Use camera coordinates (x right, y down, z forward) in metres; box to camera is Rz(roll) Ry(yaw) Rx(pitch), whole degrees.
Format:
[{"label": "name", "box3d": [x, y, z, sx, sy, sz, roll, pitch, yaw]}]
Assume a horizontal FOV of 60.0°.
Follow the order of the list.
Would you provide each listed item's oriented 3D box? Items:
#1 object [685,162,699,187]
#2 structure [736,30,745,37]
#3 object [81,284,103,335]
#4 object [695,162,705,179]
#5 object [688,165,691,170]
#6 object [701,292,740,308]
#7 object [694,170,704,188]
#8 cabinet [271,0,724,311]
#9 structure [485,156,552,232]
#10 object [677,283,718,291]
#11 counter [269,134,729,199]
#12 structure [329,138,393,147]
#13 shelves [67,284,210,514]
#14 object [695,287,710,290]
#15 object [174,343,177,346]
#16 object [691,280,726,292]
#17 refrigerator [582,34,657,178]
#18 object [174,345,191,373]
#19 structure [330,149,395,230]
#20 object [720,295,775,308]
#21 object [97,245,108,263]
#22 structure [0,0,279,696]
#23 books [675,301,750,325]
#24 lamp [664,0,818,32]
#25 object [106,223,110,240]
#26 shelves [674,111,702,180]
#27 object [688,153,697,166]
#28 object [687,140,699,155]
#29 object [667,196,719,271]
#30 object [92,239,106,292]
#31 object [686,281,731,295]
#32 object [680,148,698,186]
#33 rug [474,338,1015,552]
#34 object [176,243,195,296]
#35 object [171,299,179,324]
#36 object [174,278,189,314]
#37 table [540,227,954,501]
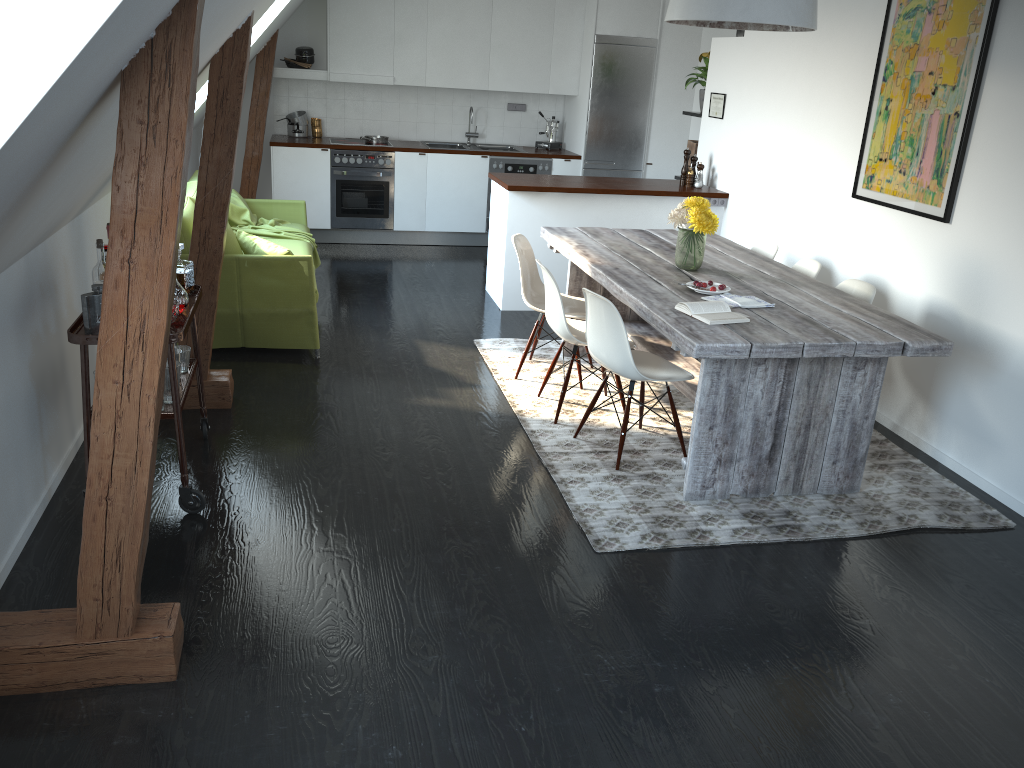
[{"label": "object", "box3d": [1.367, -1.597, 6.750, 0.080, 0.192, 0.058, -7, 23, -28]}, {"label": "structure", "box3d": [4.183, -2.291, 1.123, 10.230, 3.562, 15.910, 1, 20, -8]}, {"label": "object", "box3d": [-1.472, -0.265, 3.179, 0.052, 0.182, 0.135, 12, 22, 22]}, {"label": "object", "box3d": [1.437, -1.604, 6.794, 0.058, 0.184, 0.058, -2, 21, -16]}, {"label": "object", "box3d": [1.632, -1.762, 7.404, 0.329, 0.101, 0.287, 3, 20, -4]}, {"label": "object", "box3d": [0.968, -0.376, 3.960, 0.182, 0.014, 0.185, -12, 25, -37]}, {"label": "object", "box3d": [1.423, -1.557, 6.732, 0.069, 0.135, 0.069, -11, 25, -36]}, {"label": "cabinet", "box3d": [0.069, -2.178, 7.622, 4.208, 2.369, 3.033, -1, 20, -13]}, {"label": "structure", "box3d": [0.015, -1.908, 8.817, 0.612, 0.725, 0.582, -1, 20, -13]}, {"label": "object", "box3d": [0.859, -0.449, 4.097, 0.194, 0.022, 0.019, 4, 20, 2]}, {"label": "counter", "box3d": [-0.363, -1.901, 7.598, 3.365, 0.038, 3.085, -1, 20, -13]}, {"label": "structure", "box3d": [-1.437, -2.274, 8.416, 0.574, 0.041, 0.504, -1, 20, -13]}, {"label": "shelves", "box3d": [-1.485, 0.035, 3.617, 0.438, 0.732, 0.803, -2, 21, -17]}, {"label": "object", "box3d": [0.895, -0.445, 4.112, 0.110, 0.011, 0.058, 0, 20, -9]}, {"label": "object", "box3d": [-1.491, -0.142, 3.824, 0.095, 0.119, 0.095, 19, 25, 36]}, {"label": "object", "box3d": [0.922, -0.457, 4.127, 0.132, 0.034, 0.144, -13, 26, -39]}, {"label": "refrigerator", "box3d": [1.007, -2.365, 8.592, 0.609, 1.868, 0.031, -1, 20, -13]}, {"label": "object", "box3d": [-1.408, -0.103, 3.761, 0.092, 0.099, 0.092, -10, 24, -34]}, {"label": "structure", "box3d": [-1.461, -1.912, 8.563, 0.583, 0.725, 0.749, -1, 20, -13]}, {"label": "object", "box3d": [1.053, -0.373, 3.963, 0.182, 0.016, 0.179, -3, 21, -18]}, {"label": "object", "box3d": [-1.571, -0.413, 3.453, 0.067, 0.257, 0.099, 1, 20, -8]}, {"label": "structure", "box3d": [-1.300, -0.177, 2.472, 1.023, 1.963, 12.350, -1, 20, -13]}, {"label": "books", "box3d": [0.837, -0.307, 3.709, 0.202, 0.042, 0.251, -5, 22, -24]}, {"label": "lamp", "box3d": [1.170, -2.997, 3.686, 0.697, 2.813, 0.757, 18, 24, 34]}, {"label": "object", "box3d": [-1.625, -0.502, 3.615, 0.081, 0.308, 0.081, -4, 21, -21]}, {"label": "shelves", "box3d": [1.762, -1.938, 7.331, 0.660, 0.553, 0.408, -1, 20, -13]}, {"label": "object", "box3d": [1.638, -1.855, 7.370, 0.287, 0.101, 0.329, -3, 21, -18]}, {"label": "object", "box3d": [1.645, -1.954, 7.346, 0.329, 0.101, 0.287, 3, 20, -4]}, {"label": "object", "box3d": [0.920, -0.767, 4.508, 0.233, 0.365, 0.293, -14, 26, -40]}, {"label": "object", "box3d": [-1.502, -0.373, 3.262, 0.073, 0.320, 0.073, -4, 22, -22]}, {"label": "object", "box3d": [0.910, -0.442, 4.119, 0.205, 0.024, 0.205, -4, 21, -20]}, {"label": "object", "box3d": [1.363, -1.669, 6.814, 0.123, 0.283, 0.061, -1, 20, -13]}, {"label": "rug", "box3d": [0.950, 0.156, 4.790, 1.898, 0.022, 2.677, -1, 20, -13]}, {"label": "object", "box3d": [-1.409, -0.484, 3.741, 0.101, 0.211, 0.101, 4, 20, 1]}, {"label": "object", "box3d": [-1.370, -0.278, 3.357, 0.245, 0.092, 0.151, 9, 21, 14]}, {"label": "object", "box3d": [-1.327, -0.417, 3.458, 0.114, 0.292, 0.114, -13, 26, -39]}, {"label": "table", "box3d": [0.958, -0.212, 4.673, 1.141, 0.788, 2.421, -1, 20, -13]}]
